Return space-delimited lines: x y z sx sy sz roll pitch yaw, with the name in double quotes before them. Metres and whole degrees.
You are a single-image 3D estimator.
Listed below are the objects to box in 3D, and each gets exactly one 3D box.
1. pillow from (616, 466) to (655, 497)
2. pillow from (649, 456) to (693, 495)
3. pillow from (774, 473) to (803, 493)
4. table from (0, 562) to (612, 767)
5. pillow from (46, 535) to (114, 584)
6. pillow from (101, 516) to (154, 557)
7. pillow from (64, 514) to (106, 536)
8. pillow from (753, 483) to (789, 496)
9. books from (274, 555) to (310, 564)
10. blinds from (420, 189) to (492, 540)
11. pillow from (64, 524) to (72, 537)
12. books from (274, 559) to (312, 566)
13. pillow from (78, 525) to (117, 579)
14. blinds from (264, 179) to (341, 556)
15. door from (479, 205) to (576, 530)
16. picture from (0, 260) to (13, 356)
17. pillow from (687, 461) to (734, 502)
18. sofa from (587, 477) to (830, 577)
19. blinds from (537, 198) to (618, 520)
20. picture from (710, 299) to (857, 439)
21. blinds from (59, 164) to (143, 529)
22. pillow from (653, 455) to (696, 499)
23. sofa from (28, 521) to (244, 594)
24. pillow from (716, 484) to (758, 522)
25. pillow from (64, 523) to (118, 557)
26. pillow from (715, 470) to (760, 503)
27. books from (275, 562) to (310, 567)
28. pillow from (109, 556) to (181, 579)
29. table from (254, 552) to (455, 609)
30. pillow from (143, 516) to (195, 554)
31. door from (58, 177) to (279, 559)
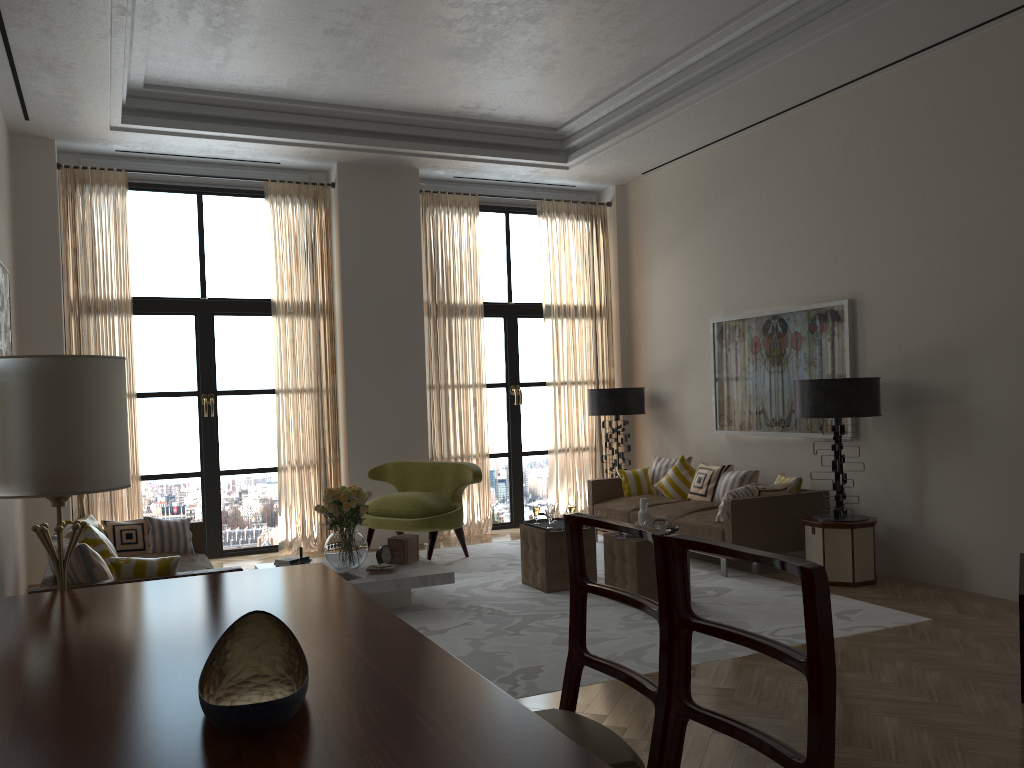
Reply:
"pillow" 1.667 1.330 11.818 0.482 0.433 0.318 -2 0 -15
"pillow" 2.087 1.254 11.846 0.624 0.576 0.355 -2 0 44
"pillow" 3.010 1.246 9.831 0.296 0.476 0.515 -2 0 -3
"table" -1.125 1.529 3.103 1.799 1.027 3.801 -2 -1 -25
"pillow" -2.960 1.341 6.122 0.624 0.576 0.355 -2 0 44
"pillow" -3.612 1.479 8.357 0.464 0.412 0.304 -2 0 -26
"pillow" -3.879 1.453 8.137 0.296 0.476 0.515 -2 0 -3
"pillow" 2.745 1.284 9.613 0.464 0.412 0.304 -2 0 -26
"books" -2.124 1.695 8.561 0.207 0.030 0.260 -2 -1 32
"blinds" -0.813 -0.233 12.483 0.959 4.876 0.419 -2 1 -23
"pillow" -3.524 1.464 7.344 0.371 0.566 0.660 -2 0 -29
"books" -2.121 1.722 8.572 0.230 0.025 0.280 -2 -1 30
"pillow" -3.055 1.333 6.515 0.767 0.617 0.355 -2 0 19
"blinds" -2.719 -0.182 11.608 0.873 4.876 0.418 -2 1 -22
"door" 0.030 -0.240 13.115 3.084 4.769 0.240 -2 1 -25
"picture" -4.155 -0.113 7.058 0.045 1.999 3.062 -2 0 -24
"pillow" 2.442 1.252 10.946 0.403 0.547 0.617 -2 0 -21
"sofa" 2.227 1.625 10.704 1.351 0.820 2.980 -2 -1 -25
"blinds" 0.983 -0.282 13.304 1.241 4.876 0.418 -2 1 -23
"picture" 3.098 -0.124 10.382 0.080 1.481 2.267 -2 0 -26
"blinds" -4.893 -0.118 10.612 0.780 4.888 0.419 -2 1 -22
"pillow" 2.181 1.229 11.452 0.767 0.617 0.355 -2 0 19
"sofa" -3.073 1.754 7.275 1.351 0.820 2.980 -2 -1 -25
"pillow" 2.398 1.290 9.493 0.498 0.428 0.327 -2 0 -37
"pillow" -3.313 1.388 7.022 0.403 0.547 0.617 -2 0 -21
"pillow" 2.657 1.304 10.626 0.371 0.566 0.660 -2 0 -29
"books" -2.117 1.747 8.559 0.207 0.025 0.262 -2 -1 28
"pillow" -2.536 1.389 6.151 0.482 0.433 0.318 -2 0 -15
"table" -1.559 1.953 8.584 1.583 0.343 1.501 -2 -1 -25
"pillow" -3.265 1.466 8.477 0.498 0.428 0.327 -2 0 -37
"door" -3.872 -0.135 11.327 3.257 4.769 0.240 -2 1 -25
